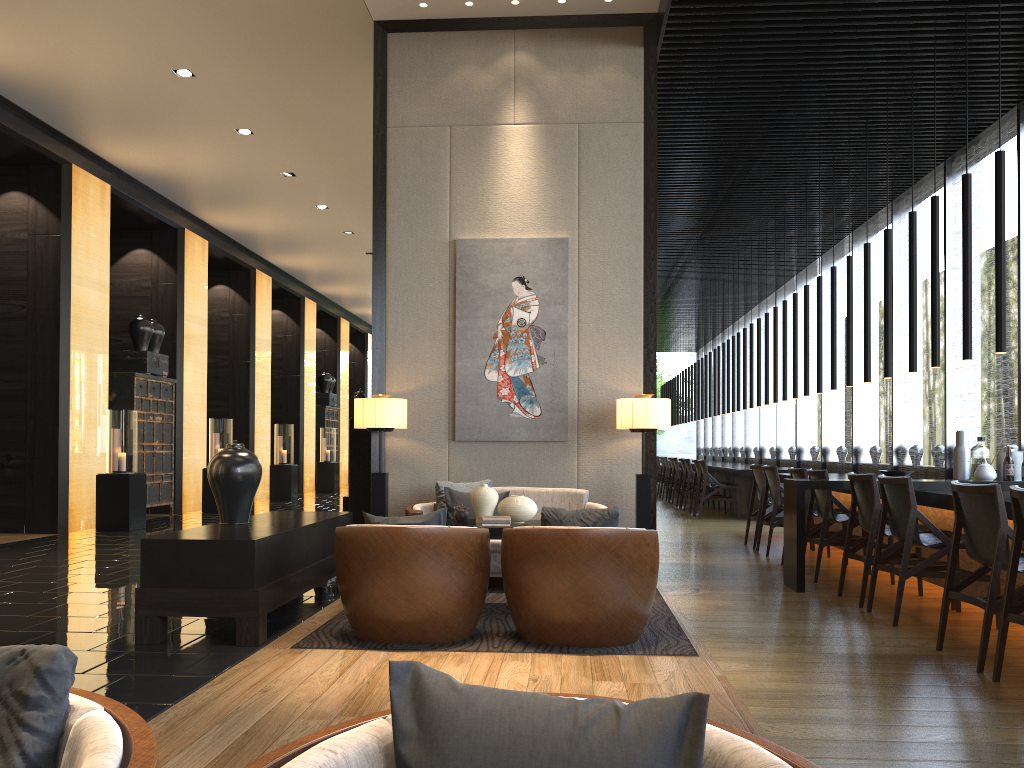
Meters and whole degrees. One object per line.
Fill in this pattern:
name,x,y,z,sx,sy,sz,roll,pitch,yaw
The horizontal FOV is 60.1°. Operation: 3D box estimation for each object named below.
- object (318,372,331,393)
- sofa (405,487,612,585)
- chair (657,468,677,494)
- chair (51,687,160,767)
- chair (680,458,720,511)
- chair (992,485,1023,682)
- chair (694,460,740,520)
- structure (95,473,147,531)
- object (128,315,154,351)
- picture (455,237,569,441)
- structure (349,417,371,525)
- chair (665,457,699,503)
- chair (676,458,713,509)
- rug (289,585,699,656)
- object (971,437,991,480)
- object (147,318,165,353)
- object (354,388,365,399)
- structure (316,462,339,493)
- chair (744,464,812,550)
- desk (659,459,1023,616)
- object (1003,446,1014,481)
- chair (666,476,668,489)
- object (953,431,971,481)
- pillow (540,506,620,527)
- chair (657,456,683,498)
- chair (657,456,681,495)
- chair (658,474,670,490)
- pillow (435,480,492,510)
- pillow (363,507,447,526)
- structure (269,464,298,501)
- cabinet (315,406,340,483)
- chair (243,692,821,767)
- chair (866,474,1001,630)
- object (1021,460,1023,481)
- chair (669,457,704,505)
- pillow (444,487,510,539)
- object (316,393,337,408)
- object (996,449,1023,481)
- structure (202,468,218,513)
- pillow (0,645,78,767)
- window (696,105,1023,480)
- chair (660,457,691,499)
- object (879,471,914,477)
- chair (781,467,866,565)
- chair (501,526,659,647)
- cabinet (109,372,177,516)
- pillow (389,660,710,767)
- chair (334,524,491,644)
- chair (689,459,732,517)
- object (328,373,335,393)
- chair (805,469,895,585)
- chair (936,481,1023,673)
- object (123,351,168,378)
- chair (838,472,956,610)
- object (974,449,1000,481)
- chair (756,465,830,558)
object,-4.357,-0.034,20.578,0.311,0.492,0.312,1,-2,-22
sofa,-0.010,1.074,6.166,1.449,0.693,0.604,0,-2,4
chair,3.356,2.004,19.627,0.563,0.826,0.526,0,-2,4
chair,-0.825,0.747,1.103,0.803,0.603,0.607,0,-2,4
chair,2.993,1.602,14.125,0.563,0.826,0.526,0,-2,4
chair,2.290,0.824,3.496,0.563,0.826,0.526,0,-2,4
chair,2.884,1.481,12.483,0.563,0.826,0.526,0,-2,4
structure,-4.561,1.370,10.338,0.402,0.657,0.403,0,-2,4
object,-4.938,-0.678,11.779,0.311,0.492,0.312,1,-2,-30
picture,0.000,-0.329,6.554,0.834,1.500,0.037,0,-1,4
structure,-1.183,0.885,7.226,0.240,1.216,0.240,0,-1,4
chair,3.139,1.764,16.342,0.563,0.826,0.526,0,-2,4
chair,3.030,1.644,14.699,0.563,0.826,0.526,0,-2,4
rug,-0.025,1.356,5.330,1.958,0.008,2.246,0,-4,4
object,3.285,0.521,6.197,0.129,0.305,0.129,0,-1,-10
object,-4.916,-0.654,12.111,0.311,0.492,0.312,1,-2,-15
object,-1.199,0.159,7.240,0.176,0.246,0.116,0,-1,4
structure,-3.980,2.014,19.128,0.402,0.657,0.403,0,-2,4
chair,2.642,1.214,8.823,0.563,0.826,0.526,0,-2,4
desk,3.162,1.409,11.054,1.780,0.758,28.793,0,-4,4
object,3.381,0.543,6.027,0.067,0.237,0.067,0,-1,-3
chair,3.465,2.125,21.270,0.563,0.826,0.526,0,-2,4
object,3.134,0.498,6.163,0.113,0.344,0.113,0,-1,-1
pillow,0.330,0.769,4.307,0.399,0.362,0.222,0,-2,4
chair,3.248,1.884,17.984,0.563,0.826,0.526,0,-2,4
chair,3.318,1.962,19.053,0.563,0.826,0.526,0,-2,4
chair,3.427,2.083,20.696,0.563,0.826,0.526,0,-2,4
pillow,-0.336,0.882,6.289,0.433,0.399,0.201,1,-2,-18
pillow,-0.527,0.773,4.362,0.441,0.338,0.205,0,-2,11
structure,-4.173,1.799,16.198,0.402,0.657,0.403,0,-2,4
cabinet,-4.458,1.499,20.695,0.547,1.921,1.189,0,-2,4
chair,0.029,0.746,1.047,0.803,0.603,0.607,0,-2,4
chair,2.395,0.940,5.080,0.563,0.826,0.526,0,-2,4
object,3.473,0.560,5.980,0.056,0.197,0.056,0,-1,5
chair,3.101,1.722,15.768,0.563,0.826,0.526,0,-2,4
pillow,-0.245,0.891,6.128,0.471,0.361,0.219,0,-2,1
object,-4.339,0.383,20.730,0.365,0.314,0.607,0,-3,4
object,3.448,0.560,6.133,0.169,0.219,0.169,0,-2,-1
structure,-4.367,1.585,13.268,0.402,0.657,0.403,0,-2,4
pillow,-0.815,0.539,1.224,0.399,0.362,0.222,0,-2,4
window,-1.067,-0.283,11.873,12.052,4.221,31.951,0,-4,4
chair,3.210,1.842,17.411,0.563,0.826,0.526,0,-2,4
object,2.680,0.640,6.174,0.227,0.067,0.228,0,-4,6
chair,2.537,1.098,7.239,0.563,0.826,0.526,0,-2,4
chair,0.338,0.994,4.422,0.803,0.603,0.607,0,-2,4
cabinet,-5.039,0.855,11.896,0.547,1.921,1.189,0,-2,4
pillow,0.041,0.542,1.169,0.441,0.338,0.205,0,-2,11
chair,-0.516,0.994,4.478,0.803,0.603,0.607,0,-2,4
chair,2.922,1.523,13.056,0.563,0.826,0.526,0,-2,4
object,-4.335,-0.010,20.910,0.311,0.492,0.312,1,-2,-15
chair,2.500,1.056,6.665,0.563,0.826,0.526,0,-2,4
chair,2.328,0.866,4.069,0.563,0.826,0.526,0,-2,4
object,-4.920,-0.261,11.931,0.365,0.314,0.607,0,-3,4
chair,2.433,0.982,5.654,0.563,0.826,0.526,0,-2,4
object,3.225,0.552,6.032,0.135,0.217,0.136,1,-2,-9
chair,2.604,1.172,8.249,0.563,0.826,0.526,0,-2,4
